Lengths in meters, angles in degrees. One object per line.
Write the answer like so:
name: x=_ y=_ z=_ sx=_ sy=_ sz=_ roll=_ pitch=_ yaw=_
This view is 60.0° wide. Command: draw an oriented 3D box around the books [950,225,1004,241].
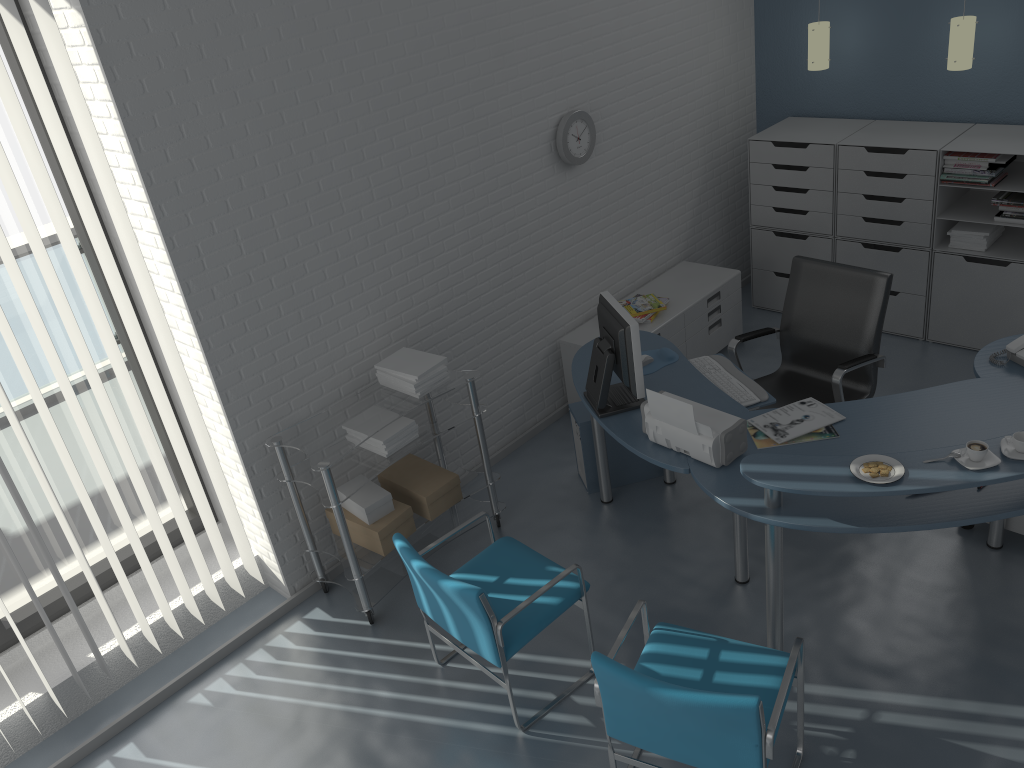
books: x=2.605 y=-0.864 z=4.959 sx=0.270 sy=0.015 sz=0.190 roll=-31 pitch=35 yaw=-34

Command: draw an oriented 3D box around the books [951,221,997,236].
books: x=2.593 y=-0.889 z=4.946 sx=0.190 sy=0.015 sz=0.270 roll=14 pitch=36 yaw=37

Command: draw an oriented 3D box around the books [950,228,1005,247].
books: x=2.610 y=-0.836 z=4.971 sx=0.190 sy=0.015 sz=0.270 roll=19 pitch=40 yaw=42

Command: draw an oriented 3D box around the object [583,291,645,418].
object: x=0.401 y=-0.110 z=3.614 sx=0.212 sy=0.417 sz=0.365 roll=-14 pitch=28 yaw=-8

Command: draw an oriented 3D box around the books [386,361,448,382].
books: x=-0.443 y=-0.087 z=3.919 sx=0.270 sy=0.015 sz=0.190 roll=18 pitch=39 yaw=41

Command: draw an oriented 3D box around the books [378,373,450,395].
books: x=-0.434 y=-0.028 z=3.935 sx=0.270 sy=0.015 sz=0.190 roll=15 pitch=37 yaw=39

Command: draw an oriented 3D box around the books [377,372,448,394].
books: x=-0.440 y=-0.037 z=3.921 sx=0.270 sy=0.015 sz=0.190 roll=19 pitch=40 yaw=42

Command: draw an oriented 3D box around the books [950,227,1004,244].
books: x=2.603 y=-0.847 z=4.961 sx=0.190 sy=0.015 sz=0.270 roll=18 pitch=39 yaw=41

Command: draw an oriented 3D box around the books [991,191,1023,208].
books: x=2.707 y=-0.975 z=4.652 sx=0.283 sy=0.041 sz=0.224 roll=18 pitch=39 yaw=41

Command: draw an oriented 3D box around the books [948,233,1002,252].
books: x=2.606 y=-0.811 z=4.988 sx=0.190 sy=0.015 sz=0.270 roll=18 pitch=39 yaw=41

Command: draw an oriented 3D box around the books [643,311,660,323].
books: x=0.749 y=-0.430 z=5.096 sx=0.210 sy=0.020 sz=0.300 roll=7 pitch=32 yaw=28

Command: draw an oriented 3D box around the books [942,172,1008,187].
books: x=2.502 y=-1.114 z=4.797 sx=0.265 sy=0.019 sz=0.209 roll=18 pitch=39 yaw=41

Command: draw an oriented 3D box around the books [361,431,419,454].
books: x=-0.570 y=0.223 z=3.891 sx=0.270 sy=0.015 sz=0.190 roll=14 pitch=37 yaw=38

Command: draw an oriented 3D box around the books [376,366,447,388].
books: x=-0.442 y=-0.063 z=3.907 sx=0.190 sy=0.015 sz=0.270 roll=-31 pitch=35 yaw=-34

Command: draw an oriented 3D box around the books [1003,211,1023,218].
books: x=2.742 y=-0.913 z=4.668 sx=0.224 sy=0.023 sz=0.212 roll=18 pitch=39 yaw=41

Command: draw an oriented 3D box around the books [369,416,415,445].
books: x=-0.580 y=0.177 z=3.851 sx=0.270 sy=0.015 sz=0.190 roll=15 pitch=37 yaw=38

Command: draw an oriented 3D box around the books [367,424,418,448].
books: x=-0.568 y=0.194 z=3.880 sx=0.270 sy=0.015 sz=0.190 roll=17 pitch=38 yaw=40

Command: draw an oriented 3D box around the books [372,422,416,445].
books: x=-0.576 y=0.180 z=3.877 sx=0.270 sy=0.015 sz=0.190 roll=19 pitch=39 yaw=42

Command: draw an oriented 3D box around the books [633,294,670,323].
books: x=0.733 y=-0.434 z=5.064 sx=0.210 sy=0.020 sz=0.300 roll=14 pitch=36 yaw=37

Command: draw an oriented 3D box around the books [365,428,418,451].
books: x=-0.569 y=0.205 z=3.891 sx=0.270 sy=0.015 sz=0.190 roll=18 pitch=39 yaw=41

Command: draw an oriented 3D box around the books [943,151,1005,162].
books: x=2.478 y=-1.231 z=4.735 sx=0.258 sy=0.024 sz=0.212 roll=18 pitch=39 yaw=41

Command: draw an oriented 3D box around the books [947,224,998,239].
books: x=2.581 y=-0.875 z=4.955 sx=0.190 sy=0.015 sz=0.270 roll=18 pitch=39 yaw=41

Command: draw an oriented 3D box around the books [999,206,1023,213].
books: x=2.733 y=-0.944 z=4.668 sx=0.251 sy=0.034 sz=0.197 roll=18 pitch=39 yaw=41

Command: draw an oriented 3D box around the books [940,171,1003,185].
books: x=2.481 y=-1.134 z=4.785 sx=0.240 sy=0.034 sz=0.234 roll=18 pitch=39 yaw=41

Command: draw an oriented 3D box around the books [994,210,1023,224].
books: x=2.732 y=-0.893 z=4.695 sx=0.265 sy=0.034 sz=0.212 roll=18 pitch=39 yaw=41

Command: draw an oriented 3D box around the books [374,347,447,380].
books: x=-0.446 y=-0.093 z=3.900 sx=0.270 sy=0.015 sz=0.190 roll=14 pitch=36 yaw=37

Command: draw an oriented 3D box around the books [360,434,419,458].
books: x=-0.568 y=0.236 z=3.898 sx=0.270 sy=0.015 sz=0.190 roll=17 pitch=38 yaw=40

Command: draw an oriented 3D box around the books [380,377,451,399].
books: x=-0.432 y=-0.015 z=3.942 sx=0.270 sy=0.015 sz=0.190 roll=18 pitch=39 yaw=41

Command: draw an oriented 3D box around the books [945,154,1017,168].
books: x=2.506 y=-1.206 z=4.743 sx=0.298 sy=0.034 sz=0.187 roll=18 pitch=39 yaw=41

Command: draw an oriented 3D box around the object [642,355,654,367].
object: x=0.577 y=-0.105 z=3.946 sx=0.115 sy=0.035 sz=0.054 roll=-26 pitch=32 yaw=-28

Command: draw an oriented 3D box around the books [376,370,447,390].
books: x=-0.446 y=-0.052 z=3.919 sx=0.270 sy=0.015 sz=0.190 roll=18 pitch=39 yaw=41

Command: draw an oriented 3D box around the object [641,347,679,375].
object: x=0.600 y=-0.114 z=3.971 sx=0.285 sy=0.026 sz=0.213 roll=-24 pitch=31 yaw=-25

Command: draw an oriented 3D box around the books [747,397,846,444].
books: x=1.080 y=0.136 z=3.376 sx=0.300 sy=0.010 sz=0.200 roll=-18 pitch=29 yaw=-15

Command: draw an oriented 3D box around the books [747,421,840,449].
books: x=1.045 y=0.168 z=3.333 sx=0.300 sy=0.005 sz=0.200 roll=-9 pitch=28 yaw=2

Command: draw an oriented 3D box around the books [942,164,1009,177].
books: x=2.491 y=-1.170 z=4.765 sx=0.265 sy=0.044 sz=0.212 roll=18 pitch=39 yaw=41

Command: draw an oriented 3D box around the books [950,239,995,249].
books: x=2.604 y=-0.824 z=4.981 sx=0.190 sy=0.015 sz=0.270 roll=15 pitch=37 yaw=39

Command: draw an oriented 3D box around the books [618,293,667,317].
books: x=0.699 y=-0.437 z=5.039 sx=0.300 sy=0.020 sz=0.210 roll=-13 pitch=28 yaw=-6
